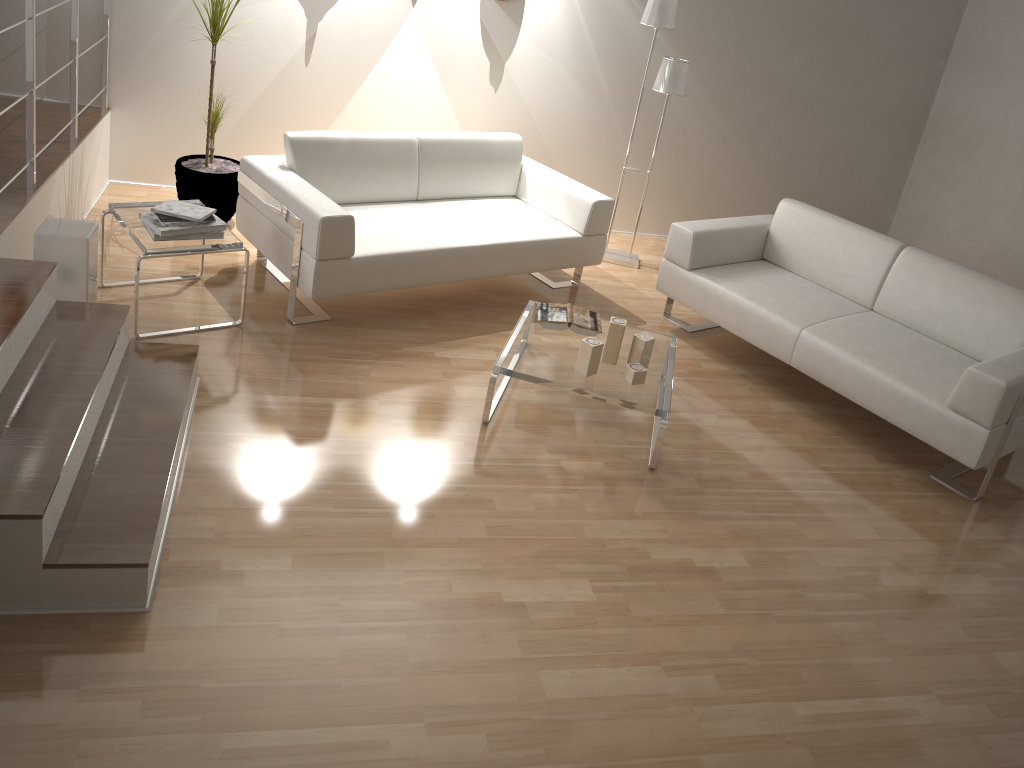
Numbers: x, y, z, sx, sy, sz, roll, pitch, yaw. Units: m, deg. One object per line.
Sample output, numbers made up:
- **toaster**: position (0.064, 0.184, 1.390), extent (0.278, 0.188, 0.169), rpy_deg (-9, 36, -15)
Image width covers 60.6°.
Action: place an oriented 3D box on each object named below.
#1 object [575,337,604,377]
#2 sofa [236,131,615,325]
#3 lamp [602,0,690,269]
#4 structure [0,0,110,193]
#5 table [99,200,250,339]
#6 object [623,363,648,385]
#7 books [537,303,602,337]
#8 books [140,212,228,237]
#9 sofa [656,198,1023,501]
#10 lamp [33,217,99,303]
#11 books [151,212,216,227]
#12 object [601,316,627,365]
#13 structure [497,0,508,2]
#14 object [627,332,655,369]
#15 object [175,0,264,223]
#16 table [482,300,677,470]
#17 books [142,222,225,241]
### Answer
- **object**: position (0.310, -0.115, 3.490), extent (0.068, 0.143, 0.070), rpy_deg (-10, 30, -43)
- **sofa**: position (-0.422, -0.891, 4.621), extent (1.802, 0.701, 0.947), rpy_deg (-11, 33, -38)
- **lamp**: position (0.815, -1.524, 5.338), extent (0.366, 1.583, 0.219), rpy_deg (13, 21, 3)
- **structure**: position (-2.047, -1.487, 3.909), extent (0.057, 0.994, 2.465), rpy_deg (5, 27, -16)
- **table**: position (-1.503, -0.529, 3.878), extent (0.469, 0.379, 0.576), rpy_deg (-9, 32, -37)
- **object**: position (0.494, -0.046, 3.506), extent (0.067, 0.070, 0.071), rpy_deg (-3, 27, -29)
- **books**: position (0.254, -0.296, 3.915), extent (0.291, 0.053, 0.215), rpy_deg (10, 27, -2)
- **books**: position (-1.401, -0.694, 3.734), extent (0.292, 0.026, 0.236), rpy_deg (-16, 37, -41)
- **sofa**: position (1.672, -0.320, 4.294), extent (0.915, 0.701, 1.865), rpy_deg (-9, 32, -37)
- **lamp**: position (-1.749, -0.394, 3.445), extent (0.198, 0.456, 0.203), rpy_deg (5, 22, -16)
- **books**: position (-1.397, -0.712, 3.727), extent (0.220, 0.014, 0.158), rpy_deg (-16, 37, -41)
- **object**: position (0.422, -0.184, 3.619), extent (0.067, 0.186, 0.070), rpy_deg (14, 21, 7)
- **structure**: position (-0.033, -2.496, 5.306), extent (0.264, 0.336, 0.079), rpy_deg (4, 22, -16)
- **object**: position (0.535, -0.141, 3.624), extent (0.068, 0.143, 0.070), rpy_deg (-10, 30, -43)
- **object**: position (-1.627, -1.563, 4.714), extent (0.440, 1.397, 0.530), rpy_deg (10, 21, -4)
- **table**: position (0.319, -0.034, 3.755), extent (0.704, 0.236, 0.836), rpy_deg (14, 27, 7)
- **books**: position (-1.406, -0.670, 3.743), extent (0.289, 0.026, 0.238), rpy_deg (-8, 33, -33)
